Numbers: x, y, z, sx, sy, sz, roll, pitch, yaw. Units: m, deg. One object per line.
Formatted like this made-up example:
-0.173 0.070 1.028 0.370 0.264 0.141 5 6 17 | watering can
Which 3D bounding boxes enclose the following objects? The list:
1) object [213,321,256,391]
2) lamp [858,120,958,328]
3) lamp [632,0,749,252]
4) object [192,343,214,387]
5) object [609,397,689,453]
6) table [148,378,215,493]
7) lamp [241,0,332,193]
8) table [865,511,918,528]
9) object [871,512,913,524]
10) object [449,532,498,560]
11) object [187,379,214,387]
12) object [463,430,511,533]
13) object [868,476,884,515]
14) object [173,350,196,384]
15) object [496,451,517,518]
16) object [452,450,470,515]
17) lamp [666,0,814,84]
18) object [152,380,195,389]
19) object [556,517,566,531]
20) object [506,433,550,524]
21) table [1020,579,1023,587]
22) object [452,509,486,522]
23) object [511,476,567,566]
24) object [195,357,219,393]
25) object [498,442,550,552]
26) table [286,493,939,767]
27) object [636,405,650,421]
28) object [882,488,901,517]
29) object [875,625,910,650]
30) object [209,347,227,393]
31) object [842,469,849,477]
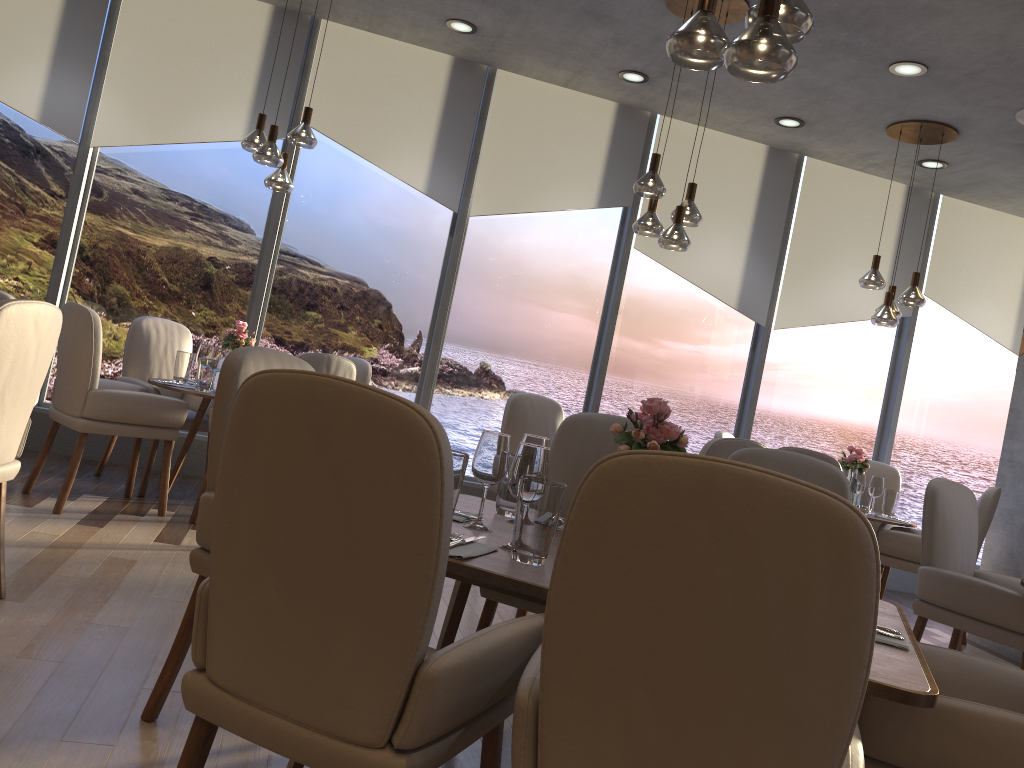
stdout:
-1.567 -0.153 5.007 0.197 0.416 0.210 12 -1 -16 | object
2.577 -1.016 5.839 0.440 1.327 0.438 10 -2 44 | lamp
0.895 -1.352 4.647 0.439 1.327 0.439 12 -2 -11 | lamp
-1.751 -0.103 5.017 0.092 0.245 0.092 12 -2 -29 | object
0.319 0.235 2.159 0.198 0.416 0.209 10 -2 34 | object
-1.674 0.375 4.983 0.832 0.663 0.834 12 -1 -14 | table
-1.243 -1.784 5.059 0.438 1.327 0.440 12 -2 -20 | lamp
2.125 1.139 5.764 0.831 0.663 0.835 12 -1 -27 | table
2.386 0.844 5.590 0.256 0.019 0.157 12 0 37 | object
-0.126 0.344 1.939 0.158 0.019 0.254 11 0 21 | object
-1.814 -0.002 5.174 0.256 0.019 0.157 12 0 41 | object
-0.062 0.241 2.213 0.092 0.245 0.092 11 -1 2 | object
2.355 0.722 5.751 0.092 0.245 0.092 11 -2 17 | object
-1.864 -0.093 5.025 0.102 0.178 0.102 11 -1 17 | object
0.007 0.288 2.533 0.102 0.178 0.102 11 -2 36 | object
-0.172 0.253 2.185 0.102 0.178 0.102 11 -1 28 | object
0.652 -1.394 2.216 0.439 1.327 0.439 12 -2 -8 | lamp
-1.803 0.001 4.808 0.158 0.019 0.254 12 0 42 | object
0.154 0.399 2.523 0.158 0.019 0.254 11 0 20 | object
0.045 0.262 2.429 0.092 0.245 0.092 11 -1 0 | object
2.346 1.190 3.362 0.831 0.663 0.836 12 -1 -39 | table
-0.175 0.333 2.349 0.255 0.019 0.157 11 0 22 | object
0.052 0.299 1.930 0.102 0.178 0.102 10 -2 37 | object
-1.638 -0.047 4.742 0.102 0.178 0.102 10 -2 38 | object
0.029 0.260 2.036 0.092 0.245 0.092 12 -2 -21 | object
0.206 0.760 2.129 1.309 0.666 0.962 11 0 20 | table
0.677 0.300 4.643 0.209 0.416 0.198 13 -2 -41 | object
2.455 0.776 5.750 0.102 0.178 0.102 11 -1 13 | object
0.719 0.514 1.914 0.255 0.019 0.157 11 0 18 | object
-1.623 -0.077 4.852 0.092 0.245 0.092 11 -2 22 | object
2.226 0.696 5.940 0.092 0.245 0.092 12 -1 -11 | object
